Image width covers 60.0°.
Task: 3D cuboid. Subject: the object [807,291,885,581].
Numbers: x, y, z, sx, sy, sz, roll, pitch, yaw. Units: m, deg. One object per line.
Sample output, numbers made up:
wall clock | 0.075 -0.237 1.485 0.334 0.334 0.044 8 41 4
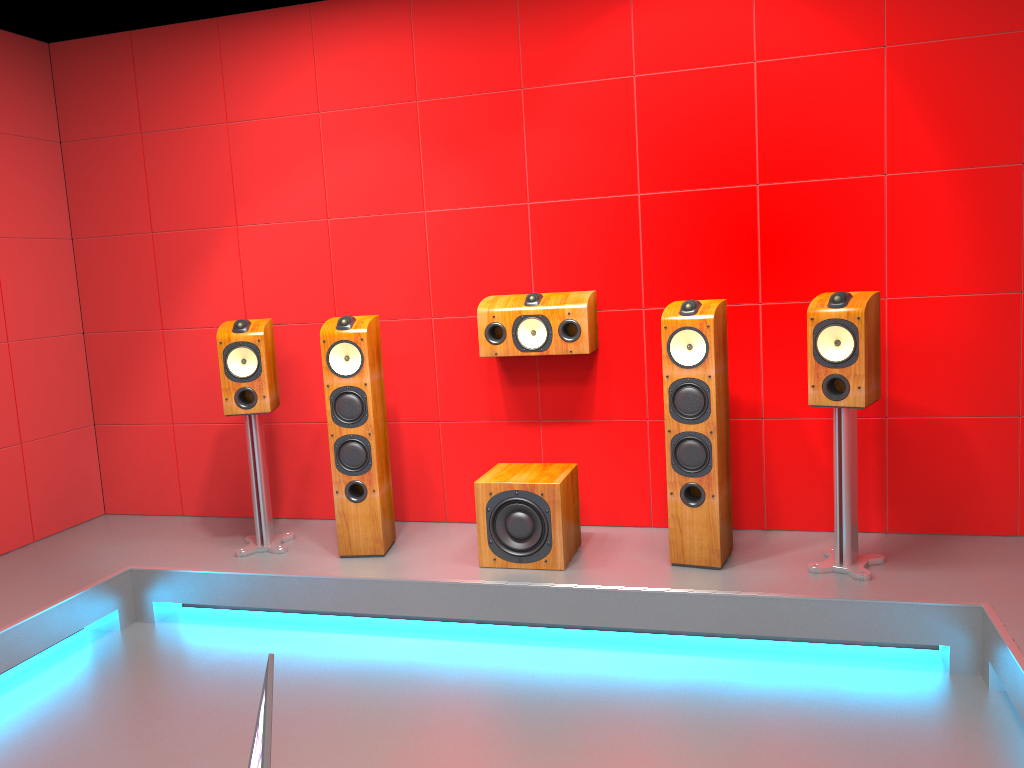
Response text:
object | 1.260 0.179 3.352 0.231 1.058 0.265 2 9 36

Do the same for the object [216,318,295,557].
object | -1.172 0.231 4.050 0.231 1.058 0.265 -4 7 -4

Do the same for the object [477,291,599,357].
object | 0.116 -0.273 3.948 0.493 0.271 0.235 -1 8 16

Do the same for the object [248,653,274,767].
object | -0.429 0.530 0.988 0.340 0.285 0.342 -5 8 -14

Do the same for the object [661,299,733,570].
object | 0.738 0.190 3.525 0.203 1.052 0.238 0 8 26

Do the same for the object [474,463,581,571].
object | 0.073 0.550 3.740 0.360 0.360 0.360 -1 8 16

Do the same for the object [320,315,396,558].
object | -0.676 0.223 3.908 0.203 1.052 0.238 -3 7 6
